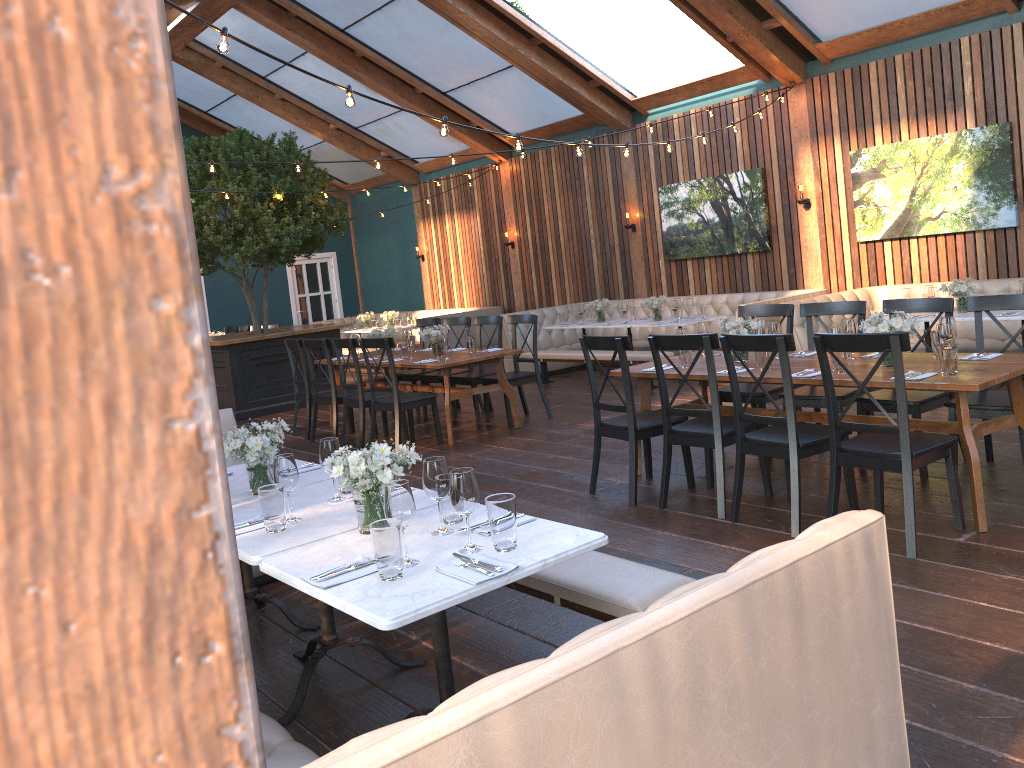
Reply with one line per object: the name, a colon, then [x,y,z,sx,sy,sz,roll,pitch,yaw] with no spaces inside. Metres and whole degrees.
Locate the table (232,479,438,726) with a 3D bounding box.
table: [-0.720,0.808,3.399,0.803,0.669,0.799,-11,8,-37]

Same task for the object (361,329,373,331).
object: [-2.522,-0.951,15.469,0.256,0.019,0.157,-12,9,-37]

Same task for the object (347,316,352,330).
object: [-2.979,-1.123,16.284,0.092,0.243,0.093,-6,4,5]

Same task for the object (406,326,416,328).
object: [-1.665,-0.952,14.754,0.158,0.019,0.255,-12,9,-37]

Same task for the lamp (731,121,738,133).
lamp: [2.184,-2.522,8.696,0.071,0.115,0.056,-8,5,-15]

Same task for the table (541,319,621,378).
table: [0.960,-0.462,11.506,0.803,0.669,0.798,-11,8,-38]

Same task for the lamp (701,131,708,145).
lamp: [1.760,-2.252,8.105,0.056,0.120,0.056,-7,5,-10]

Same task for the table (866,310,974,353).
table: [3.745,-0.298,7.947,0.803,0.669,0.798,-11,8,-38]

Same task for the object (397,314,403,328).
object: [-1.876,-1.054,14.846,0.092,0.243,0.093,-6,4,10]

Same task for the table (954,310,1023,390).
table: [4.248,-0.268,7.305,0.803,0.669,0.799,-11,8,-37]

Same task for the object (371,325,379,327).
object: [-2.570,-1.065,16.363,0.256,0.019,0.157,-12,9,-37]

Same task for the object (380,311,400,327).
object: [-2.115,-1.127,15.346,0.336,0.308,0.331,-6,6,4]

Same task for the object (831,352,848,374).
object: [1.781,-0.137,4.812,0.092,0.157,0.092,-7,5,-11]

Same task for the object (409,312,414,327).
object: [-1.689,-1.083,14.912,0.092,0.243,0.093,-6,4,10]

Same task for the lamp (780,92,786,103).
lamp: [3.007,-3.179,9.836,0.056,0.118,0.063,-3,6,35]

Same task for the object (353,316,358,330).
object: [-2.840,-1.112,16.085,0.092,0.243,0.093,-6,4,5]

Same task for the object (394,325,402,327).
object: [-2.077,-1.036,15.732,0.256,0.019,0.157,-12,9,-37]

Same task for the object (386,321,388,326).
object: [-2.221,-1.103,15.823,0.091,0.157,0.092,-3,6,39]

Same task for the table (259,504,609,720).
table: [-0.217,0.838,2.756,0.803,0.669,0.798,-11,8,-38]

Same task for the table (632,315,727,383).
table: [1.966,-0.403,10.221,0.803,0.669,0.798,-11,8,-38]

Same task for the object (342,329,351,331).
object: [-2.992,-0.981,16.083,0.256,0.019,0.157,-12,9,-37]

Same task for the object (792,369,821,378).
object: [1.652,-0.066,4.912,0.256,0.019,0.157,-12,9,-37]

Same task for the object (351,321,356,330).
object: [-2.863,-1.052,15.983,0.091,0.157,0.092,-3,6,39]

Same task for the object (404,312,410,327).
object: [-1.791,-1.100,15.124,0.092,0.243,0.093,-6,4,10]

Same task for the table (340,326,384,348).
table: [-2.777,-0.682,16.279,0.803,0.669,0.798,-11,8,-38]

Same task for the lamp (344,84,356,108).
lamp: [-0.806,-1.426,4.378,0.057,0.120,0.056,-10,6,-40]

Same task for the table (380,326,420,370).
table: [-1.771,-0.623,14.994,0.803,0.669,0.798,-11,8,-38]

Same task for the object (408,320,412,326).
object: [-1.758,-1.075,15.232,0.091,0.157,0.092,-3,6,39]

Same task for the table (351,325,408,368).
table: [-2.274,-0.653,15.637,0.803,0.669,0.799,-11,8,-37]

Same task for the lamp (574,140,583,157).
lamp: [0.475,-1.670,6.274,0.057,0.120,0.056,-9,5,-32]

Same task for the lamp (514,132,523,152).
lamp: [0.039,-1.545,5.650,0.057,0.120,0.056,-10,6,-39]

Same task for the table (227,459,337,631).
table: [-1.223,0.778,4.041,0.803,0.669,0.798,-11,8,-38]

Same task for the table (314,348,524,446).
table: [-0.973,0.073,8.895,0.956,0.726,2.431,-11,9,-37]

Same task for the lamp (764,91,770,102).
lamp: [2.884,-3.255,10.015,0.056,0.120,0.056,-8,5,-16]

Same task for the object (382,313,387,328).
object: [-2.254,-1.128,15.715,0.092,0.243,0.093,-6,4,10]

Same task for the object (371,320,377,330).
object: [-2.393,-1.023,15.369,0.091,0.157,0.092,-3,6,39]

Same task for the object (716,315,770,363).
object: [1.473,-0.299,5.714,0.329,0.308,0.338,-7,6,-3]

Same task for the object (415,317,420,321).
object: [-1.579,-1.049,14.886,0.091,0.157,0.092,-3,6,39]

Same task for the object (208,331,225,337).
object: [-4.477,-0.651,13.325,0.330,0.308,0.337,-9,6,-22]

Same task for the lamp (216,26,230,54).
lamp: [-1.227,-1.458,3.746,0.056,0.119,0.059,-7,5,-7]

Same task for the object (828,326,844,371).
object: [1.804,-0.196,4.915,0.092,0.243,0.093,-6,4,5]

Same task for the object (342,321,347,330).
object: [-3.079,-1.073,16.316,0.091,0.157,0.092,-3,6,39]

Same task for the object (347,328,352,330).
object: [-2.977,-1.032,16.456,0.158,0.019,0.255,-12,9,-37]

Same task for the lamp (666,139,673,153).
lamp: [1.331,-2.020,7.504,0.056,0.120,0.057,-3,6,39]

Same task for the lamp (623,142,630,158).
lamp: [0.889,-1.827,6.900,0.056,0.120,0.056,-8,5,-19]

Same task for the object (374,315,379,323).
object: [-2.369,-1.082,15.472,0.092,0.243,0.093,-6,4,10]

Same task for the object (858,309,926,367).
object: [2.082,-0.252,4.855,0.335,0.308,0.331,-4,6,19]

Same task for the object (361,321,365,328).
object: [-2.747,-1.157,16.346,0.092,0.243,0.093,-6,4,5]

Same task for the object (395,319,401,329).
object: [-1.900,-0.994,14.744,0.091,0.157,0.092,-3,6,39]

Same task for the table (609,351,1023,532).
table: [1.807,0.237,5.342,0.956,0.726,2.431,-11,9,-37]

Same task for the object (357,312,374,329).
object: [-2.639,-1.154,15.992,0.328,0.308,0.338,-5,6,17]

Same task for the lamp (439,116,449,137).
lamp: [-0.390,-1.459,5.015,0.056,0.119,0.057,-5,5,12]

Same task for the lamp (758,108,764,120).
lamp: [2.604,-2.832,9.271,0.060,0.118,0.056,-8,5,-15]

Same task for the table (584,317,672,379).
table: [1.463,-0.432,10.863,0.803,0.669,0.799,-11,8,-37]
